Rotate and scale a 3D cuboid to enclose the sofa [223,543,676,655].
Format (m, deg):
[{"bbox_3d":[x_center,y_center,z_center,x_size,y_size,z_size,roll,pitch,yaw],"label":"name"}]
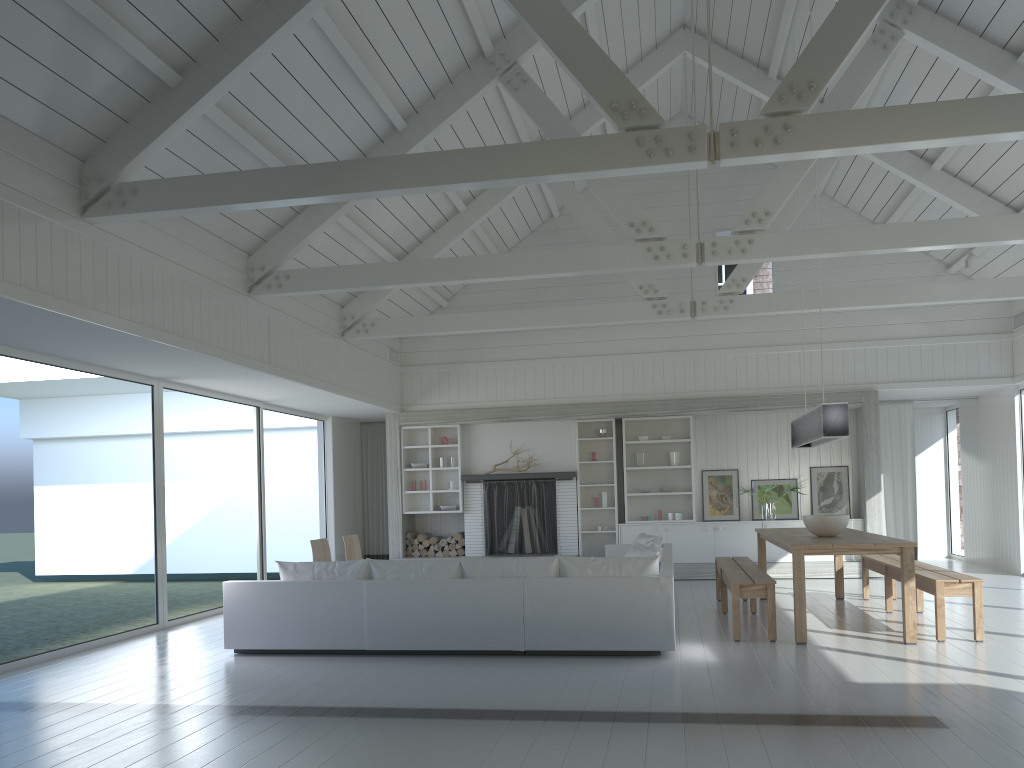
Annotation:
[{"bbox_3d":[-0.185,1.916,8.618,3.479,0.735,4.154,-3,-7,10],"label":"sofa"}]

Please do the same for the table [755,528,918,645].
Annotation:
[{"bbox_3d":[2.843,1.760,8.078,0.906,0.760,2.963,-2,-7,10],"label":"table"}]

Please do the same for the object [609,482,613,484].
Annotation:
[{"bbox_3d":[1.389,1.390,12.334,0.054,0.025,0.054,-3,-6,10],"label":"object"}]

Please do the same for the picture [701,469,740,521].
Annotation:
[{"bbox_3d":[2.860,1.526,12.073,0.495,0.702,0.065,-2,-1,10],"label":"picture"}]

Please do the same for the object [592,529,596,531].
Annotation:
[{"bbox_3d":[1.147,2.031,12.280,0.054,0.025,0.054,-3,-6,10],"label":"object"}]

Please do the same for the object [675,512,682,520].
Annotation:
[{"bbox_3d":[2.277,1.801,12.046,0.085,0.111,0.085,2,-5,-45],"label":"object"}]

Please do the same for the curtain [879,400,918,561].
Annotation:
[{"bbox_3d":[5.295,1.421,12.687,1.007,2.365,0.116,-2,-1,11],"label":"curtain"}]

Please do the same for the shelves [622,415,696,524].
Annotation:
[{"bbox_3d":[2.045,1.198,12.263,0.939,1.440,0.606,-2,-2,10],"label":"shelves"}]

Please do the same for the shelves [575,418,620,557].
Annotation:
[{"bbox_3d":[1.223,1.516,12.408,0.541,1.996,0.606,-2,-1,10],"label":"shelves"}]

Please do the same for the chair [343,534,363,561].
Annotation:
[{"bbox_3d":[-1.654,2.106,10.011,0.555,0.778,0.597,-2,-3,10],"label":"chair"}]

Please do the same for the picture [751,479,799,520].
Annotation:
[{"bbox_3d":[3.566,1.567,11.956,0.609,0.552,0.053,-2,-1,10],"label":"picture"}]

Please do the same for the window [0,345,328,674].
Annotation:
[{"bbox_3d":[-3.432,1.165,8.530,0.080,2.411,8.757,-2,-7,10],"label":"window"}]

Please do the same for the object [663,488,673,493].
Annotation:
[{"bbox_3d":[2.164,1.473,12.238,0.141,0.066,0.142,-3,-6,10],"label":"object"}]

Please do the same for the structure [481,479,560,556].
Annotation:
[{"bbox_3d":[0.104,1.860,12.227,1.098,1.061,0.116,-2,-1,10],"label":"structure"}]

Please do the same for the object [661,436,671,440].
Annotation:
[{"bbox_3d":[2.144,0.760,12.250,0.141,0.066,0.142,-3,-6,10],"label":"object"}]

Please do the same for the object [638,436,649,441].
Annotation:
[{"bbox_3d":[1.815,0.759,12.165,0.141,0.066,0.142,-3,-6,10],"label":"object"}]

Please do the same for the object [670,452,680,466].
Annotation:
[{"bbox_3d":[2.235,1.028,12.086,0.102,0.196,0.103,0,-3,-35],"label":"object"}]

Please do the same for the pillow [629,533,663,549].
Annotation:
[{"bbox_3d":[1.401,1.839,9.271,0.462,0.475,2.069,-2,-7,2],"label":"pillow"}]

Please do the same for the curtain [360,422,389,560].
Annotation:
[{"bbox_3d":[-2.061,1.774,13.864,0.630,2.365,0.116,-2,-1,10],"label":"curtain"}]

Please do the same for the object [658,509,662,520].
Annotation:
[{"bbox_3d":[2.035,1.774,12.121,0.054,0.196,0.054,-2,-1,9],"label":"object"}]

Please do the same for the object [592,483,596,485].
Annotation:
[{"bbox_3d":[1.137,1.389,12.269,0.054,0.025,0.054,-3,-6,10],"label":"object"}]

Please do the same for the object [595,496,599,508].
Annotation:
[{"bbox_3d":[1.183,1.622,12.276,0.054,0.196,0.054,-2,-1,9],"label":"object"}]

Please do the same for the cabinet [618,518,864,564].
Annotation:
[{"bbox_3d":[3.077,2.142,12.043,3.183,0.550,0.656,-3,-5,10],"label":"cabinet"}]

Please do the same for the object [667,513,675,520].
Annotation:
[{"bbox_3d":[2.196,1.822,12.130,0.092,0.095,0.090,-5,-5,44],"label":"object"}]

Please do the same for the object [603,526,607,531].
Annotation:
[{"bbox_3d":[1.295,2.005,12.252,0.058,0.061,0.057,-2,-4,10],"label":"object"}]

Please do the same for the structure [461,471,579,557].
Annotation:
[{"bbox_3d":[0.166,1.925,12.577,1.617,1.283,0.862,-2,-3,10],"label":"structure"}]

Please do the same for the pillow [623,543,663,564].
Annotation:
[{"bbox_3d":[1.068,1.643,7.641,0.466,0.476,1.325,-2,-6,1],"label":"pillow"}]

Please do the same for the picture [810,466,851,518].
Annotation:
[{"bbox_3d":[4.268,1.455,11.820,0.495,0.702,0.065,-2,-1,10],"label":"picture"}]

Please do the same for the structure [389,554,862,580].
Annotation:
[{"bbox_3d":[1.584,2.561,12.617,6.353,0.345,1.891,-3,-7,10],"label":"structure"}]

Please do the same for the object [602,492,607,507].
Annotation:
[{"bbox_3d":[1.287,1.609,12.255,0.072,0.210,0.071,-2,-2,10],"label":"object"}]

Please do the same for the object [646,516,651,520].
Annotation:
[{"bbox_3d":[1.884,1.850,12.157,0.058,0.061,0.058,-1,-4,-12],"label":"object"}]

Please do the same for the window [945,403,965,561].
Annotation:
[{"bbox_3d":[6.930,1.530,13.716,0.038,2.423,0.948,-2,-2,10],"label":"window"}]

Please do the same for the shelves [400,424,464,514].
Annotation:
[{"bbox_3d":[-1.094,1.236,12.697,0.866,1.237,0.550,-2,-2,10],"label":"shelves"}]

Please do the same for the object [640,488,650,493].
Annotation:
[{"bbox_3d":[1.835,1.471,12.153,0.141,0.066,0.142,-3,-6,10],"label":"object"}]

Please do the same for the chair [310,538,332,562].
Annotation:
[{"bbox_3d":[-1.848,2.016,9.252,0.555,0.778,0.597,-2,-3,10],"label":"chair"}]

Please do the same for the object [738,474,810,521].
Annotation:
[{"bbox_3d":[3.469,1.494,11.673,0.971,0.628,0.624,-2,-4,8],"label":"object"}]

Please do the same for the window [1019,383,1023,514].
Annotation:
[{"bbox_3d":[5.478,0.574,5.808,0.080,2.410,10.982,-2,-7,10],"label":"window"}]

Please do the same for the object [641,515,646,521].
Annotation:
[{"bbox_3d":[1.811,1.845,12.144,0.054,0.071,0.054,-1,-3,-11],"label":"object"}]

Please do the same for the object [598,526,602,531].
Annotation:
[{"bbox_3d":[1.222,2.003,12.267,0.054,0.071,0.054,-2,-3,9],"label":"object"}]

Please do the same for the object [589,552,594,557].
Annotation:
[{"bbox_3d":[1.118,2.404,12.276,0.137,0.130,0.137,2,-5,-37],"label":"object"}]

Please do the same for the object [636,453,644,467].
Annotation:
[{"bbox_3d":[1.774,1.051,12.169,0.103,0.196,0.103,-2,-2,10],"label":"object"}]

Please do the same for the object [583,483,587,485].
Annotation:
[{"bbox_3d":[1.010,1.388,12.237,0.054,0.025,0.054,-3,-6,10],"label":"object"}]
